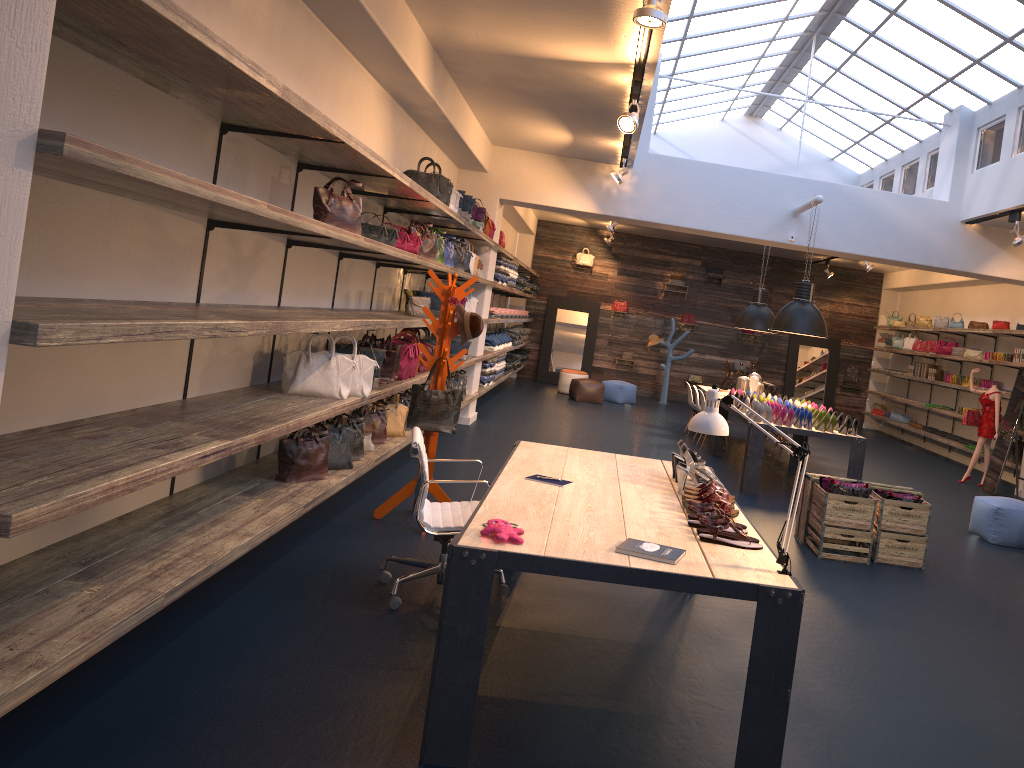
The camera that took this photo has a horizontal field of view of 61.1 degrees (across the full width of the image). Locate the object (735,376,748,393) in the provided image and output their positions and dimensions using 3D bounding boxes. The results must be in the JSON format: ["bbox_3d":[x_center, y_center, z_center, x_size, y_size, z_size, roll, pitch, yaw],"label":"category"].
[{"bbox_3d":[3.187,0.057,11.994,0.177,0.335,0.194,9,1,19],"label":"object"}]

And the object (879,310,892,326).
[{"bbox_3d":[8.315,-1.441,19.168,0.402,0.386,0.203,10,1,23],"label":"object"}]

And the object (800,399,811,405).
[{"bbox_3d":[3.733,0.291,11.108,0.202,0.195,0.242,8,3,2],"label":"object"}]

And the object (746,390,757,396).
[{"bbox_3d":[3.113,0.175,11.359,0.202,0.195,0.242,8,3,2],"label":"object"}]

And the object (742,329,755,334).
[{"bbox_3d":[5.264,-1.237,19.291,0.251,0.243,0.215,8,2,-4],"label":"object"}]

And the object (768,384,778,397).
[{"bbox_3d":[3.553,0.150,11.847,0.155,0.285,0.153,8,1,0],"label":"object"}]

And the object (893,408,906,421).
[{"bbox_3d":[7.893,0.630,17.632,0.256,0.282,0.103,10,1,36],"label":"object"}]

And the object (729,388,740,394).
[{"bbox_3d":[2.890,0.144,11.336,0.205,0.195,0.238,8,3,-4],"label":"object"}]

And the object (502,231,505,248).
[{"bbox_3d":[-0.257,-1.968,11.732,0.319,0.245,0.142,8,1,-1],"label":"object"}]

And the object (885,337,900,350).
[{"bbox_3d":[8.132,-0.864,18.516,0.386,0.231,0.192,12,4,40],"label":"object"}]

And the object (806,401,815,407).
[{"bbox_3d":[3.697,0.309,10.852,0.202,0.195,0.242,8,3,2],"label":"object"}]

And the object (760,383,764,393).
[{"bbox_3d":[3.364,0.113,11.918,0.180,0.289,0.168,8,1,-11],"label":"object"}]

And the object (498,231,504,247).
[{"bbox_3d":[-0.265,-1.961,11.634,0.322,0.245,0.141,8,1,-4],"label":"object"}]

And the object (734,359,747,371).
[{"bbox_3d":[5.075,-0.416,19.280,0.265,0.230,0.081,9,1,15],"label":"object"}]

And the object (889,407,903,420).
[{"bbox_3d":[7.908,0.614,17.836,0.258,0.282,0.102,10,1,29],"label":"object"}]

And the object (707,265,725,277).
[{"bbox_3d":[4.495,-2.484,19.206,0.428,0.232,0.174,8,2,-9],"label":"object"}]

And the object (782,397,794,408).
[{"bbox_3d":[3.503,0.257,11.106,0.203,0.195,0.241,8,3,-1],"label":"object"}]

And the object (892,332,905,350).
[{"bbox_3d":[8.037,-0.899,17.979,0.339,0.367,0.190,11,2,44],"label":"object"}]

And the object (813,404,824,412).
[{"bbox_3d":[3.715,0.337,10.571,0.198,0.195,0.247,9,3,8],"label":"object"}]

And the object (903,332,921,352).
[{"bbox_3d":[8.056,-0.854,17.433,0.208,0.385,0.393,8,3,-35],"label":"object"}]

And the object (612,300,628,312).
[{"bbox_3d":[2.381,-1.713,19.084,0.330,0.254,0.141,9,1,9],"label":"object"}]

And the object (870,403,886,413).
[{"bbox_3d":[8.141,0.545,19.258,0.343,0.234,0.214,11,3,34],"label":"object"}]

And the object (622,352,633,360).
[{"bbox_3d":[2.542,-0.619,19.088,0.285,0.175,0.098,7,2,-24],"label":"object"}]

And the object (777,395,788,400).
[{"bbox_3d":[3.523,0.233,11.397,0.202,0.195,0.242,8,3,2],"label":"object"}]

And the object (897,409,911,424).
[{"bbox_3d":[7.879,0.647,17.428,0.256,0.282,0.103,10,1,36],"label":"object"}]

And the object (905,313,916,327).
[{"bbox_3d":[8.096,-1.285,17.578,0.110,0.299,0.274,8,2,-25],"label":"object"}]

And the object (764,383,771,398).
[{"bbox_3d":[3.578,0.131,12.104,0.155,0.285,0.153,8,1,0],"label":"object"}]

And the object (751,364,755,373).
[{"bbox_3d":[3.815,-0.078,13.776,0.148,0.468,0.131,8,0,-23],"label":"object"}]

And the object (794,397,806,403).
[{"bbox_3d":[3.756,0.270,11.377,0.202,0.195,0.242,8,3,2],"label":"object"}]

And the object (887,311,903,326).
[{"bbox_3d":[8.233,-1.397,18.678,0.339,0.367,0.190,11,2,44],"label":"object"}]

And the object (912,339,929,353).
[{"bbox_3d":[7.924,-0.744,16.806,0.148,0.253,0.313,8,3,-38],"label":"object"}]

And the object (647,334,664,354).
[{"bbox_3d":[3.041,-0.828,18.402,0.338,0.441,0.353,8,2,-3],"label":"object"}]

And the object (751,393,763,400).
[{"bbox_3d":[3.096,0.199,11.074,0.207,0.195,0.237,8,3,-7],"label":"object"}]

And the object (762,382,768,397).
[{"bbox_3d":[3.603,0.112,12.354,0.155,0.285,0.153,8,1,0],"label":"object"}]

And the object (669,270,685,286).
[{"bbox_3d":[3.657,-2.349,19.158,0.345,0.335,0.168,9,1,9],"label":"object"}]

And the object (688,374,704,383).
[{"bbox_3d":[4.082,-0.126,19.170,0.386,0.174,0.217,7,4,-24],"label":"object"}]

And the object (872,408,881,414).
[{"bbox_3d":[8.020,0.603,19.054,0.204,0.118,0.097,11,3,35],"label":"object"}]

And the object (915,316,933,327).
[{"bbox_3d":[7.966,-1.201,16.772,0.215,0.234,0.341,7,4,-39],"label":"object"}]

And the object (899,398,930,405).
[{"bbox_3d":[7.815,0.341,16.875,0.355,0.029,0.887,9,5,4],"label":"object"}]

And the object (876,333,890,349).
[{"bbox_3d":[8.187,-0.957,19.058,0.178,0.335,0.326,7,3,-44],"label":"object"}]

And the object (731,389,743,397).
[{"bbox_3d":[2.852,0.163,11.066,0.201,0.195,0.250,9,3,13],"label":"object"}]

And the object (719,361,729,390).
[{"bbox_3d":[3.381,-0.140,13.745,0.136,0.468,0.143,9,0,12],"label":"object"}]

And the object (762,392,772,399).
[{"bbox_3d":[3.314,0.205,11.361,0.199,0.195,0.246,9,3,8],"label":"object"}]

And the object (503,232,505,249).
[{"bbox_3d":[-0.243,-1.976,11.835,0.325,0.245,0.139,8,1,-8],"label":"object"}]

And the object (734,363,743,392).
[{"bbox_3d":[3.590,-0.110,13.758,0.128,0.468,0.151,9,1,44],"label":"object"}]

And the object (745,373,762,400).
[{"bbox_3d":[3.263,0.053,11.734,0.209,0.412,0.195,8,1,-11],"label":"object"}]

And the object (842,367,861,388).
[{"bbox_3d":[7.632,-0.161,19.477,0.360,0.460,0.233,8,1,-1],"label":"object"}]

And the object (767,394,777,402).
[{"bbox_3d":[3.298,0.228,11.089,0.202,0.195,0.242,8,3,2],"label":"object"}]

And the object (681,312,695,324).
[{"bbox_3d":[3.909,-1.445,19.172,0.332,0.254,0.133,8,1,-15],"label":"object"}]

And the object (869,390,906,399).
[{"bbox_3d":[7.957,0.232,18.339,0.352,0.024,1.877,9,5,5],"label":"object"}]

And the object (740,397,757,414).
[{"bbox_3d":[2.737,0.244,9.983,0.197,0.195,0.248,9,3,10],"label":"object"}]

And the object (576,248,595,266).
[{"bbox_3d":[1.610,-2.785,19.010,0.442,0.386,0.185,8,1,-14],"label":"object"}]

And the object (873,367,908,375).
[{"bbox_3d":[8.120,-0.269,18.478,0.481,0.060,1.523,9,5,4],"label":"object"}]

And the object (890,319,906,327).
[{"bbox_3d":[8.158,-1.281,18.385,0.248,0.174,0.337,6,5,-36],"label":"object"}]

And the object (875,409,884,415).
[{"bbox_3d":[7.999,0.619,18.840,0.204,0.118,0.097,11,3,35],"label":"object"}]
